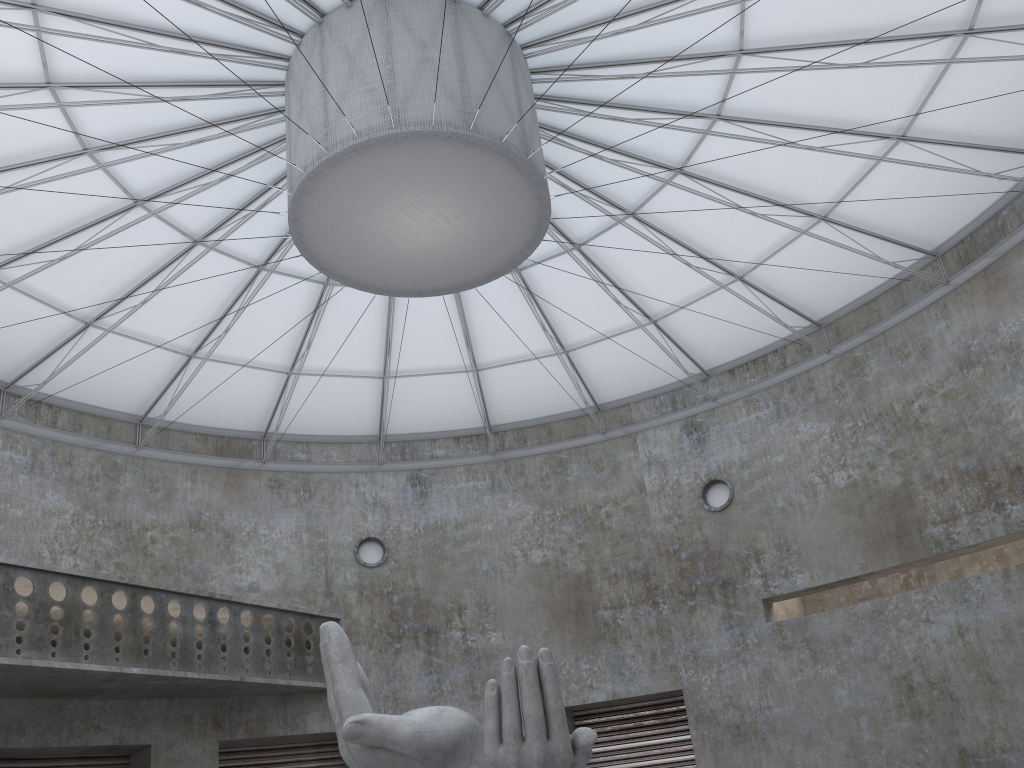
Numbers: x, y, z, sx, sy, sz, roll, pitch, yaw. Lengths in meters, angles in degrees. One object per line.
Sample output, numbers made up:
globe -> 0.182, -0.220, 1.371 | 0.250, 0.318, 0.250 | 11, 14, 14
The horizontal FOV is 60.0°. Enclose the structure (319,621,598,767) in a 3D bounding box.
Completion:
structure -> 0.995, 6.501, 16.995 | 10.706, 5.602, 15.954 | -2, -26, -11
